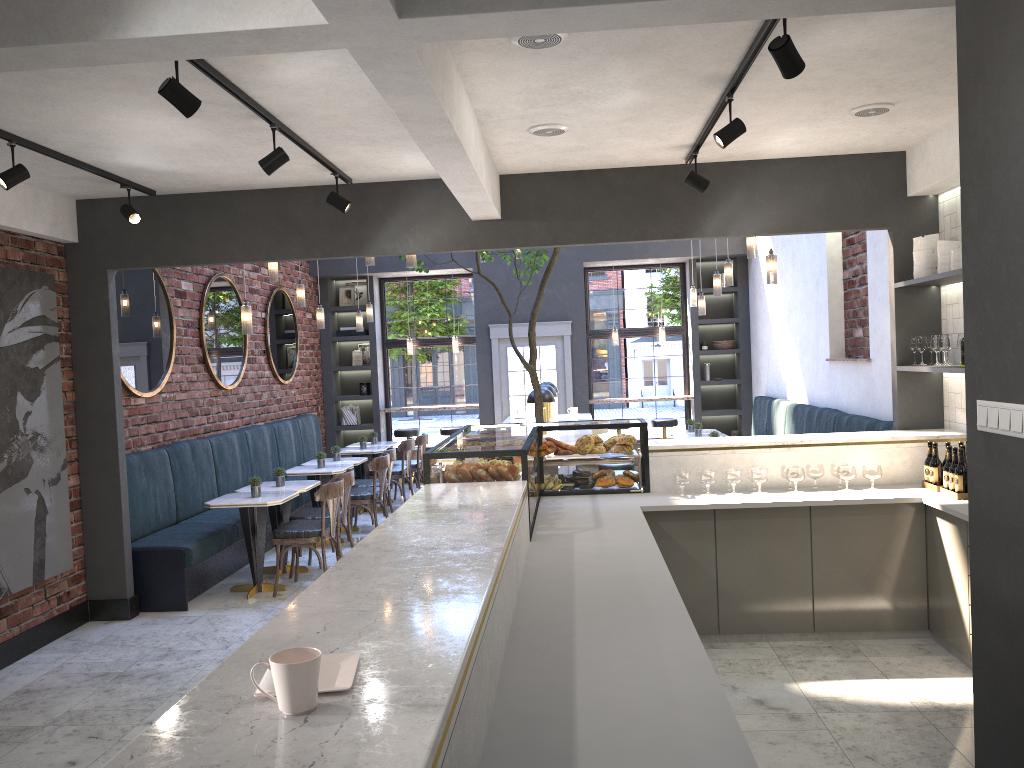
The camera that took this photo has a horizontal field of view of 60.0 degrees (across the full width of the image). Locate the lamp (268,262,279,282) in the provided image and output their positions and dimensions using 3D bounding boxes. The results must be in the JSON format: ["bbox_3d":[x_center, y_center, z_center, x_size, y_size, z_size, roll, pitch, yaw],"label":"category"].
[{"bbox_3d":[-2.108,-2.918,7.436,0.078,4.106,0.078,-3,2,-11],"label":"lamp"}]

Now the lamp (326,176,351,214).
[{"bbox_3d":[-1.103,-1.202,5.636,0.157,0.239,0.087,-3,2,-2],"label":"lamp"}]

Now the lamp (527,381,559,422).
[{"bbox_3d":[-0.611,-1.065,5.451,4.182,3.257,8.833,-3,2,-13],"label":"lamp"}]

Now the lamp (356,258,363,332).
[{"bbox_3d":[-1.893,-2.672,10.426,0.078,4.106,0.078,-3,2,-11],"label":"lamp"}]

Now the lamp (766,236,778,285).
[{"bbox_3d":[1.851,-2.793,6.541,0.078,4.106,0.078,-3,2,-11],"label":"lamp"}]

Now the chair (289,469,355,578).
[{"bbox_3d":[-1.593,1.175,7.560,0.521,0.851,0.538,-2,2,5],"label":"chair"}]

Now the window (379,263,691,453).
[{"bbox_3d":[-0.165,-1.571,6.631,6.405,5.366,12.705,-2,2,4],"label":"window"}]

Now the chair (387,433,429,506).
[{"bbox_3d":[-1.292,1.062,11.107,0.521,0.851,0.496,-2,2,3],"label":"chair"}]

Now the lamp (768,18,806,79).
[{"bbox_3d":[0.990,-1.225,3.197,0.087,0.235,0.157,-1,3,43],"label":"lamp"}]

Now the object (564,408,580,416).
[{"bbox_3d":[0.707,0.321,10.377,0.176,0.097,0.301,-3,2,-5],"label":"object"}]

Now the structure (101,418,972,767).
[{"bbox_3d":[1.117,0.955,3.157,3.205,1.300,5.803,-2,2,4],"label":"structure"}]

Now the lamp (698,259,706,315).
[{"bbox_3d":[2.094,-2.841,10.110,0.078,4.106,0.078,-3,2,-11],"label":"lamp"}]

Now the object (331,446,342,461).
[{"bbox_3d":[-1.853,0.730,9.356,0.118,0.165,0.122,-3,2,-18],"label":"object"}]

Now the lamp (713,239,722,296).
[{"bbox_3d":[2.013,-2.952,8.997,0.078,4.106,0.078,-4,3,-34],"label":"lamp"}]

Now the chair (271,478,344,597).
[{"bbox_3d":[-1.572,1.190,6.980,0.521,0.851,0.538,-2,2,5],"label":"chair"}]

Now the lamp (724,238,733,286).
[{"bbox_3d":[1.966,-2.979,8.325,0.078,4.106,0.078,-4,3,-34],"label":"lamp"}]

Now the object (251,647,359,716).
[{"bbox_3d":[-0.384,0.516,1.644,0.176,0.097,0.301,-3,2,-5],"label":"object"}]

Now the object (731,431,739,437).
[{"bbox_3d":[3.107,0.873,12.340,0.121,0.438,0.193,-2,2,25],"label":"object"}]

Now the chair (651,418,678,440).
[{"bbox_3d":[2.114,0.896,12.230,0.371,0.821,0.370,-4,2,-34],"label":"chair"}]

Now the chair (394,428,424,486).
[{"bbox_3d":[-1.460,1.048,12.499,0.370,0.821,0.372,-4,2,-34],"label":"chair"}]

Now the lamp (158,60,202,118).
[{"bbox_3d":[-1.258,-1.131,3.352,0.087,0.238,0.157,-1,3,43],"label":"lamp"}]

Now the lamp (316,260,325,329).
[{"bbox_3d":[-2.101,-2.630,9.258,0.078,4.106,0.078,-2,2,11],"label":"lamp"}]

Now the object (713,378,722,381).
[{"bbox_3d":[2.860,-0.061,12.330,0.130,0.026,0.130,-3,2,-13],"label":"object"}]

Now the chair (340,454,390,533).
[{"bbox_3d":[-1.452,1.135,8.755,0.521,0.851,0.538,-2,2,5],"label":"chair"}]

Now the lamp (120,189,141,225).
[{"bbox_3d":[-2.465,-1.142,5.727,0.157,0.235,0.087,-1,3,45],"label":"lamp"}]

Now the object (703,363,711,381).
[{"bbox_3d":[2.722,-0.167,12.362,0.098,0.248,0.098,-1,3,43],"label":"object"}]

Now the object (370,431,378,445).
[{"bbox_3d":[-1.733,0.675,11.130,0.118,0.165,0.122,-3,2,-18],"label":"object"}]

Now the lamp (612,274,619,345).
[{"bbox_3d":[1.428,-1.258,12.455,0.078,1.429,0.078,-4,3,-34],"label":"lamp"}]

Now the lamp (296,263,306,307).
[{"bbox_3d":[-2.153,-2.803,8.609,0.078,4.106,0.078,-2,2,11],"label":"lamp"}]

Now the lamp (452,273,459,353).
[{"bbox_3d":[-0.833,-1.161,12.610,0.078,1.429,0.078,-4,3,-34],"label":"lamp"}]

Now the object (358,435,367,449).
[{"bbox_3d":[-1.772,0.693,10.550,0.118,0.165,0.122,-3,2,-18],"label":"object"}]

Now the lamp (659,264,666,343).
[{"bbox_3d":[2.083,-1.286,12.409,0.078,1.429,0.078,-1,3,34],"label":"lamp"}]

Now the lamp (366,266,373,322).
[{"bbox_3d":[-1.860,-2.823,10.992,0.078,4.106,0.078,-3,2,-11],"label":"lamp"}]

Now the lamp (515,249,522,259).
[{"bbox_3d":[-0.005,-3.595,10.836,0.078,4.106,0.078,-3,2,-11],"label":"lamp"}]

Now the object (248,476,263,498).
[{"bbox_3d":[-2.014,0.804,6.960,0.118,0.165,0.122,-3,2,-18],"label":"object"}]

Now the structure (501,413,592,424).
[{"bbox_3d":[0.362,0.948,9.035,0.990,1.050,3.489,-2,2,4],"label":"structure"}]

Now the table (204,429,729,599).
[{"bbox_3d":[0.116,1.112,8.947,4.599,0.751,4.828,-2,2,4],"label":"table"}]

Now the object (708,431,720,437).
[{"bbox_3d":[2.075,0.562,9.085,0.118,0.165,0.122,-3,2,-18],"label":"object"}]

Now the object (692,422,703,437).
[{"bbox_3d":[2.155,0.525,10.279,0.118,0.165,0.122,-3,2,-18],"label":"object"}]

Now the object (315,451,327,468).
[{"bbox_3d":[-1.892,0.748,8.776,0.118,0.165,0.122,-3,2,-18],"label":"object"}]

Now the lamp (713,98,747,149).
[{"bbox_3d":[1.052,-1.259,4.290,0.157,0.235,0.087,-3,2,-2],"label":"lamp"}]

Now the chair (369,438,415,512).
[{"bbox_3d":[-1.399,1.083,10.534,0.521,0.851,0.538,-2,2,5],"label":"chair"}]

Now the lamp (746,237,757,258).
[{"bbox_3d":[1.886,-3.090,7.228,0.078,4.106,0.078,-3,2,-11],"label":"lamp"}]

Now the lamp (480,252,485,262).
[{"bbox_3d":[-0.423,-3.468,10.240,0.078,4.106,0.078,-3,2,-11],"label":"lamp"}]

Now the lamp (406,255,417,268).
[{"bbox_3d":[-0.855,-2.939,6.665,0.078,4.106,0.078,-1,3,34],"label":"lamp"}]

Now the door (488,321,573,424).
[{"bbox_3d":[0.297,0.281,12.066,1.132,2.220,0.152,-2,2,4],"label":"door"}]

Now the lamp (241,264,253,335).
[{"bbox_3d":[-2.133,-2.434,6.771,0.078,4.106,0.078,-3,2,-11],"label":"lamp"}]

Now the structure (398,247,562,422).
[{"bbox_3d":[0.215,-1.484,7.969,2.805,5.991,3.744,-4,3,-43],"label":"structure"}]

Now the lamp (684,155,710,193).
[{"bbox_3d":[1.144,-1.296,5.481,0.157,0.235,0.087,-3,2,-2],"label":"lamp"}]

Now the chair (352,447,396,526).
[{"bbox_3d":[-1.473,1.118,9.388,0.521,0.851,0.538,-3,2,-3],"label":"chair"}]

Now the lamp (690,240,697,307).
[{"bbox_3d":[2.132,-2.994,10.768,0.078,4.106,0.078,-3,2,-11],"label":"lamp"}]

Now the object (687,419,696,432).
[{"bbox_3d":[2.194,0.507,10.859,0.118,0.165,0.122,-3,2,-18],"label":"object"}]

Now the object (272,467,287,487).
[{"bbox_3d":[-1.975,0.786,7.540,0.118,0.165,0.122,-3,2,-18],"label":"object"}]

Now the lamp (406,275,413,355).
[{"bbox_3d":[-1.487,-1.133,12.655,0.078,1.429,0.078,-1,3,34],"label":"lamp"}]

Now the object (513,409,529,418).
[{"bbox_3d":[0.102,0.347,10.387,0.176,0.098,0.204,-2,2,9],"label":"object"}]

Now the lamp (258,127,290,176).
[{"bbox_3d":[-1.195,-1.164,4.445,0.157,0.239,0.087,-3,2,-2],"label":"lamp"}]

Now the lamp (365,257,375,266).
[{"bbox_3d":[-1.313,-3.070,7.558,0.078,4.106,0.078,-1,3,34],"label":"lamp"}]

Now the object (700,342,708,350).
[{"bbox_3d":[2.686,-0.530,12.395,0.116,0.119,0.117,-3,2,-20],"label":"object"}]

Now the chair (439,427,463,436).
[{"bbox_3d":[-0.818,1.021,12.432,0.371,0.821,0.370,-4,2,-34],"label":"chair"}]

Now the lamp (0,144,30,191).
[{"bbox_3d":[-2.555,-1.106,4.534,0.087,0.238,0.157,-1,3,43],"label":"lamp"}]
